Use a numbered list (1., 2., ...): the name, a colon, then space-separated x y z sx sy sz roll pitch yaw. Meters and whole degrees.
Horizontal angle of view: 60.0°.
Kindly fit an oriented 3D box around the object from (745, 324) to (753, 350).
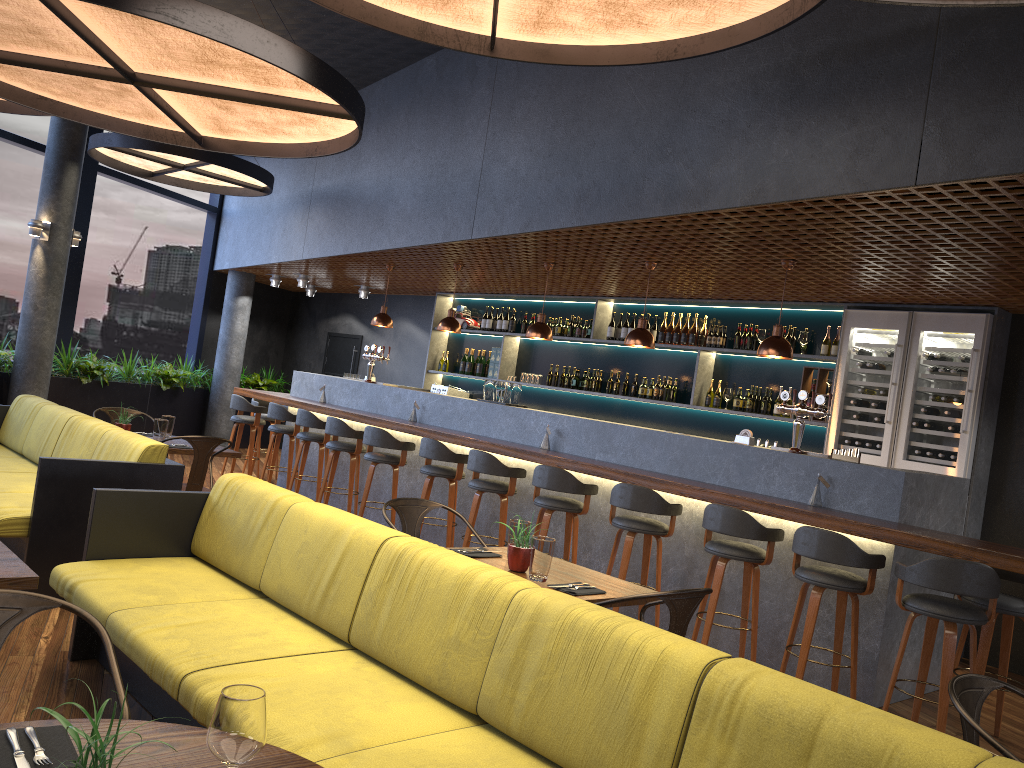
1. object: 2.240 -0.439 8.354 0.063 0.254 0.063 8 -1 20

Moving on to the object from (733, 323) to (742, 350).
1. object: 2.153 -0.451 8.439 0.063 0.254 0.063 8 -1 45

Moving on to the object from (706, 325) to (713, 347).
1. object: 1.941 -0.466 8.686 0.056 0.227 0.056 8 -1 9

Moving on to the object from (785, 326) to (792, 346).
1. object: 2.507 -0.403 8.031 0.063 0.254 0.063 9 -1 -15

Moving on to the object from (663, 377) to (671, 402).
1. object: 1.578 0.054 8.994 0.063 0.254 0.063 9 -1 -35

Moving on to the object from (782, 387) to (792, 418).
1. object: 2.518 0.170 8.067 0.079 0.281 0.079 8 -1 41

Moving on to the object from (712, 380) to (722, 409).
1. object: 2.008 0.101 8.629 0.079 0.281 0.079 8 -1 26

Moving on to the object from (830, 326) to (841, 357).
1. object: 2.857 -0.366 7.790 0.079 0.281 0.079 8 -1 16

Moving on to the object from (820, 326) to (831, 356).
1. object: 2.793 -0.375 7.860 0.079 0.281 0.079 9 -1 -34

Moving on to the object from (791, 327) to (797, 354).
1. object: 2.570 -0.392 8.110 0.063 0.254 0.063 8 -1 10

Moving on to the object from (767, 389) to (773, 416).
1. object: 2.397 0.169 8.261 0.063 0.254 0.063 9 -1 -35

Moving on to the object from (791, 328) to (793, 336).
1. object: 2.567 -0.392 8.204 0.063 0.254 0.063 9 -1 -15

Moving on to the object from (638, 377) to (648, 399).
1. object: 1.376 0.042 9.268 0.088 0.224 0.088 8 -1 17

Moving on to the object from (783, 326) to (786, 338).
1. object: 2.487 -0.405 8.142 0.063 0.254 0.063 8 -1 0

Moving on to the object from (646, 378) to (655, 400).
1. object: 1.447 0.052 9.189 0.088 0.224 0.088 9 -1 -28

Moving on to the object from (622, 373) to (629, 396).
1. object: 1.228 0.008 9.548 0.063 0.254 0.063 8 -1 20

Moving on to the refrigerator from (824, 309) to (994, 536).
1. refrigerator: 3.179 0.479 7.199 0.454 2.109 1.159 9 -1 -42

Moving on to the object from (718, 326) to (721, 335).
1. object: 2.025 -0.454 8.683 0.056 0.227 0.056 8 -1 9

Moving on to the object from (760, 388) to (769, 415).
1. object: 2.342 0.160 8.199 0.063 0.254 0.063 8 -1 10

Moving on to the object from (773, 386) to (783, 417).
1. object: 2.455 0.161 8.137 0.079 0.281 0.079 8 -1 21

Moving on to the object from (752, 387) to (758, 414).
1. object: 2.276 0.151 8.309 0.063 0.254 0.063 9 -1 -15

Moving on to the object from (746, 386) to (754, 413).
1. object: 2.221 0.143 8.251 0.063 0.254 0.063 9 -1 -40

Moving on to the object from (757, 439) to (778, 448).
1. object: 2.364 0.763 8.150 0.204 0.492 0.310 9 -1 -42

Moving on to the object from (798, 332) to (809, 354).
1. object: 2.615 -0.363 7.968 0.097 0.206 0.097 8 -1 16

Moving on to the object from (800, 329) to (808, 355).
1. object: 2.672 -0.378 8.093 0.063 0.254 0.063 9 -1 -35

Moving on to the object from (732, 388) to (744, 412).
1. object: 2.138 0.146 8.364 0.088 0.224 0.088 8 -1 17

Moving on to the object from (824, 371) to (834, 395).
1. object: 2.783 -0.004 7.770 0.097 0.206 0.097 8 -1 -2

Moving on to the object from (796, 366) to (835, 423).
1. object: 2.716 0.098 7.821 0.161 0.475 0.300 9 -1 -43

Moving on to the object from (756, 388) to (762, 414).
1. object: 2.331 0.160 8.372 0.063 0.254 0.063 8 -1 10

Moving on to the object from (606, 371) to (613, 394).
1. object: 1.062 -0.017 9.567 0.063 0.254 0.063 8 -1 20

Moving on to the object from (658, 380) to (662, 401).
1. object: 1.531 0.065 9.265 0.088 0.224 0.088 8 -1 42

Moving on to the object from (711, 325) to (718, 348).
1. object: 1.982 -0.460 8.641 0.056 0.227 0.056 8 -1 24

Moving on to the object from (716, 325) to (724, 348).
1. object: 2.023 -0.455 8.596 0.056 0.227 0.056 8 -1 34

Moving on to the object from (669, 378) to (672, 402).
1. object: 1.627 0.063 9.170 0.063 0.254 0.063 9 -1 -15

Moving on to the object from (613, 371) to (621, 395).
1. object: 1.129 -0.007 9.493 0.063 0.254 0.063 8 -1 -5

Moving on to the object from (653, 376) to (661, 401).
1. object: 1.486 0.041 9.060 0.063 0.254 0.063 8 -1 40

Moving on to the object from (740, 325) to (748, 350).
1. object: 2.230 -0.439 8.502 0.063 0.254 0.063 8 -1 10

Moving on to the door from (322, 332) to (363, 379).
1. door: -2.765 0.226 13.976 0.137 2.056 1.012 9 -1 -42

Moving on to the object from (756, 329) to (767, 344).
1. object: 2.323 -0.404 8.266 0.097 0.206 0.097 8 -1 16

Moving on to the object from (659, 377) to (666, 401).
1. object: 1.555 0.052 9.126 0.063 0.254 0.063 9 -1 -15

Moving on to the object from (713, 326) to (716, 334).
1. object: 1.986 -0.459 8.727 0.056 0.227 0.056 9 -1 -41

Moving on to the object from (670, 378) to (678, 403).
1. object: 1.663 0.067 9.059 0.063 0.254 0.063 8 -1 20

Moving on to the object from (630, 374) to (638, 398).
1. object: 1.313 0.020 9.465 0.063 0.254 0.063 8 -1 5

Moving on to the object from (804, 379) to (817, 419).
1. object: 2.662 0.137 7.875 0.091 0.369 0.092 8 -1 17

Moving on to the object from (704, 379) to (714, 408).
1. object: 1.946 0.092 8.698 0.079 0.281 0.079 9 -1 -39

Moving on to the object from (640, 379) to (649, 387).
1. object: 1.404 0.056 9.399 0.097 0.206 0.097 8 -1 -11

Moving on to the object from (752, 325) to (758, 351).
1. object: 2.308 -0.428 8.418 0.063 0.254 0.063 8 -1 35

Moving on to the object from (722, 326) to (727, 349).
1. object: 2.067 -0.448 8.637 0.056 0.227 0.056 9 -1 -41

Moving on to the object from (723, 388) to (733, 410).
1. object: 2.060 0.145 8.486 0.097 0.206 0.097 8 -1 16

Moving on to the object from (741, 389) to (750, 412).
1. object: 2.228 0.160 8.426 0.088 0.224 0.088 8 -1 42

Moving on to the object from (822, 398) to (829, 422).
1. object: 2.749 0.227 7.768 0.097 0.206 0.097 8 -1 -2
